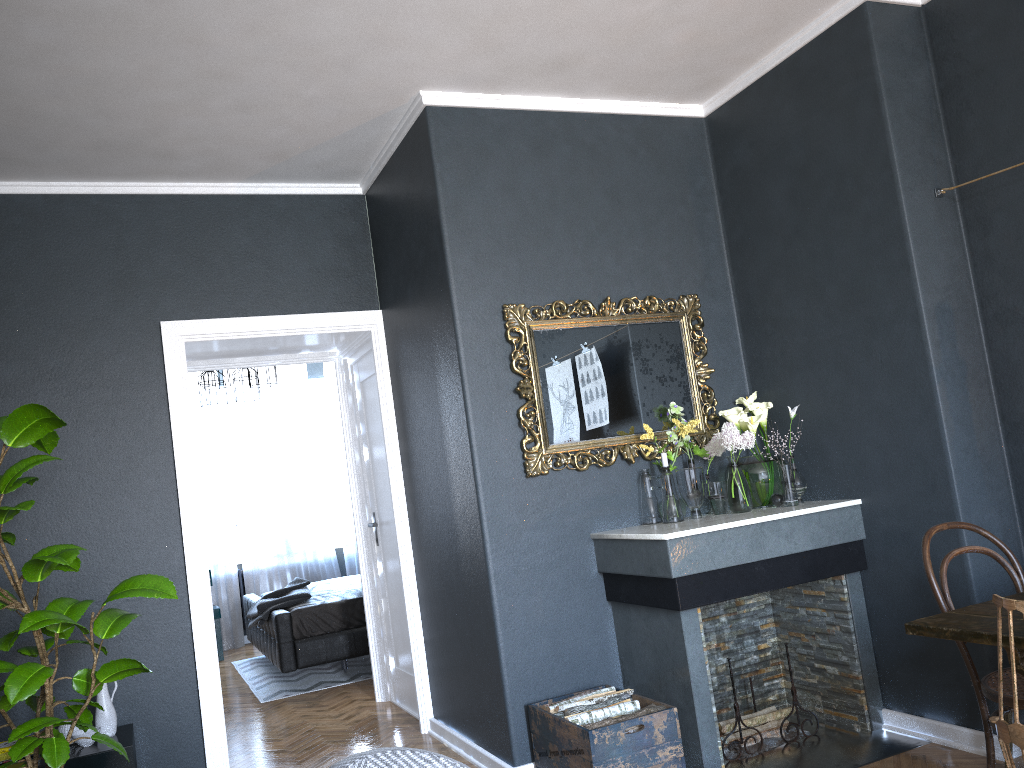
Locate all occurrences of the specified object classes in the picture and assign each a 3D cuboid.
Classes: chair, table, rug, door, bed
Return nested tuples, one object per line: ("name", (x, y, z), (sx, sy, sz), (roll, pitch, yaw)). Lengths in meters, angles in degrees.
("chair", (1.604, 0.874, 2.668), (0.437, 0.919, 0.550), (-6, -6, -21))
("table", (1.944, 0.843, 1.892), (1.125, 0.726, 1.607), (-5, -6, -24))
("chair", (-0.086, 1.026, 1.370), (0.645, 0.810, 0.495), (-2, -8, -45))
("table", (1.953, 1.175, 3.057), (0.364, 0.317, 0.370), (-5, -6, -24))
("rug", (-1.428, 2.248, 7.204), (1.457, 0.013, 2.049), (-5, -7, -24))
("door", (-0.712, 0.832, 5.265), (0.162, 2.184, 0.858), (-6, -6, -24))
("chair", (-2.939, 2.161, 8.212), (0.435, 0.797, 0.593), (-6, -6, -24))
("bed", (-1.053, 1.638, 7.492), (2.374, 1.160, 2.270), (-5, -6, -24))
("chair", (1.326, 0.876, 1.969), (0.383, 0.855, 0.457), (-4, -7, -39))

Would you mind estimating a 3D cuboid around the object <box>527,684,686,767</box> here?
("object", (0.364, 1.436, 3.503), (0.383, 0.325, 0.553), (-5, -6, -24))

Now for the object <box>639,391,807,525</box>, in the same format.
("object", (0.955, 0.313, 4.012), (0.726, 0.546, 0.475), (-6, -6, -21))

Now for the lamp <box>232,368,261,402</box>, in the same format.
("lamp", (-2.356, -0.224, 7.776), (0.210, 0.746, 0.210), (-7, -5, -10))

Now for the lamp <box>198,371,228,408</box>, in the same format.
("lamp", (-2.516, -0.216, 7.368), (0.210, 0.803, 0.210), (-7, -5, -10))

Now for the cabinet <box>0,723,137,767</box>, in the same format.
("cabinet", (-1.933, 1.752, 3.743), (0.650, 0.389, 0.457), (-5, -6, -24))

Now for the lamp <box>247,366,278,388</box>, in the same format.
("lamp", (-1.969, -0.363, 6.877), (0.210, 0.768, 0.210), (-7, -5, -10))

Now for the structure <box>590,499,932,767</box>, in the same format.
("structure", (1.019, 1.051, 3.752), (1.065, 0.979, 0.836), (-5, -6, -24))

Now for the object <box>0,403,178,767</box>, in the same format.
("object", (-1.814, 0.912, 3.127), (1.117, 1.896, 0.765), (-5, -6, -30))

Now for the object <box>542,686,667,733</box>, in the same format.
("object", (0.358, 1.361, 3.512), (0.369, 0.246, 0.534), (-5, -6, -24))

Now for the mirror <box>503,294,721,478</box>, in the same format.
("mirror", (0.489, -0.018, 4.091), (1.056, 0.783, 0.067), (-5, -6, -24))

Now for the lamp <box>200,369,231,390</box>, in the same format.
("lamp", (-2.375, -0.324, 7.017), (0.210, 0.713, 0.210), (-7, -5, -10))

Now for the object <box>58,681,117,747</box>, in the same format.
("object", (-1.872, 1.422, 3.854), (0.228, 0.267, 0.229), (-9, -6, 10))

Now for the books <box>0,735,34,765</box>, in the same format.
("books", (-2.106, 1.545, 3.736), (0.214, 0.065, 0.162), (-5, -7, -28))

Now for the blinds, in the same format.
("blinds", (-2.728, 1.191, 8.901), (3.990, 2.785, 0.313), (-5, -6, -24))

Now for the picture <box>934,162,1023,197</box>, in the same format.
("picture", (2.608, -0.737, 1.470), (0.058, 0.770, 4.466), (-6, -6, -24))
